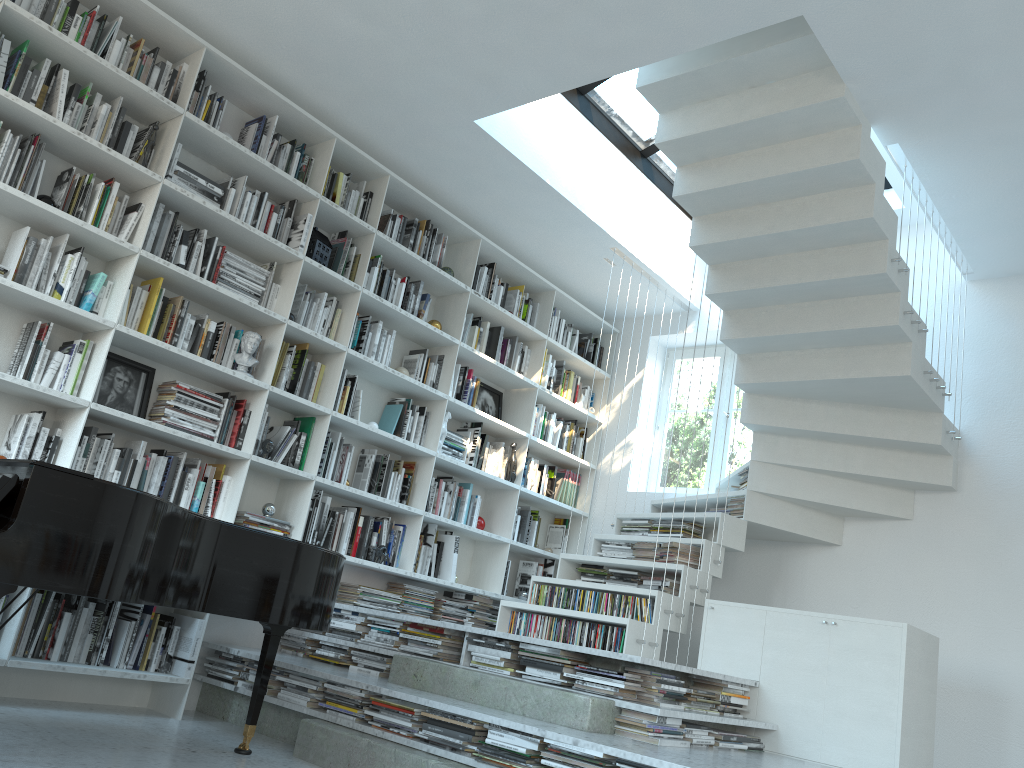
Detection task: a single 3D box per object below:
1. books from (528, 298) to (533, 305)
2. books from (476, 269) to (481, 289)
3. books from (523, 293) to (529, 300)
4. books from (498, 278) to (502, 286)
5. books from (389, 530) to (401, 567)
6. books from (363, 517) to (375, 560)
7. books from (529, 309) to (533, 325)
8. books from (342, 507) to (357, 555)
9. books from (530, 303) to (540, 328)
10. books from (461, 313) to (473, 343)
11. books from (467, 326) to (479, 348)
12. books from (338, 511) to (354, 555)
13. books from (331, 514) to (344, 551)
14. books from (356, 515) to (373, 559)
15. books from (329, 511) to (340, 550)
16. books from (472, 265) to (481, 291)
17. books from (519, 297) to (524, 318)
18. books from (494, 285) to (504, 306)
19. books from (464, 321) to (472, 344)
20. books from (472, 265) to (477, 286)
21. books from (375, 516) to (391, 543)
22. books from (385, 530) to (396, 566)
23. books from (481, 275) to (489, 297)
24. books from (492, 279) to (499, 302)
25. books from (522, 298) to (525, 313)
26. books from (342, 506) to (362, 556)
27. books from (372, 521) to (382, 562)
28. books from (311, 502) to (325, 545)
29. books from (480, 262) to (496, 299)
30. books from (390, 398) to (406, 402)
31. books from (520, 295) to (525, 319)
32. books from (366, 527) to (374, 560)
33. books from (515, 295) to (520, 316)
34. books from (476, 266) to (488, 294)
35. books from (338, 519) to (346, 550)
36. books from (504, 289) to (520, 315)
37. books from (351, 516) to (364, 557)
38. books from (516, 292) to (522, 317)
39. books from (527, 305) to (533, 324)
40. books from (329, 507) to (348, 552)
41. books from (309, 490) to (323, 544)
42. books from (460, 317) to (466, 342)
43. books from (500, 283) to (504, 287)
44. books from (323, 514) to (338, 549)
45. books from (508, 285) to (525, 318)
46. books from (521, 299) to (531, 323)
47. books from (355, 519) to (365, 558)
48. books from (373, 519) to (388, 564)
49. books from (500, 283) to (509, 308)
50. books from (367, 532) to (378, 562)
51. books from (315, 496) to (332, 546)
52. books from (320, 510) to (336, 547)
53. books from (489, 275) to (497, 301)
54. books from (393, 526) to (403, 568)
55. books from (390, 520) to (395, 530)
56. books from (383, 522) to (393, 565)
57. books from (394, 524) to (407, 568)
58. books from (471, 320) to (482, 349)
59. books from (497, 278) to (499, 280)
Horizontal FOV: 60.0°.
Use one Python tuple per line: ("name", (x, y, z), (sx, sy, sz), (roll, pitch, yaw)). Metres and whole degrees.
("books", (0.068, -0.488, 6.466), (0.136, 0.278, 0.025), (-3, -21, 40))
("books", (-0.303, -0.667, 6.014), (0.168, 0.230, 0.024), (-3, -21, 40))
("books", (0.041, -0.514, 6.430), (0.131, 0.298, 0.020), (-3, -21, 40))
("books", (-0.158, -0.607, 6.209), (0.153, 0.278, 0.012), (-3, -21, 40))
("books", (-0.760, 0.994, 5.360), (0.175, 0.227, 0.025), (-3, -21, 40))
("books", (-0.899, 0.909, 5.223), (0.169, 0.262, 0.026), (-3, -21, 40))
("books", (0.075, -0.446, 6.481), (0.131, 0.210, 0.031), (-3, -21, 40))
("books", (-0.986, 0.855, 5.136), (0.159, 0.284, 0.012), (-3, -21, 40))
("books", (0.114, -0.463, 6.494), (0.163, 0.262, 0.026), (-3, -21, 40))
("books", (-0.360, -0.340, 5.935), (0.166, 0.281, 0.052), (-3, -21, 40))
("books", (-0.316, -0.285, 5.961), (0.175, 0.207, 0.025), (-3, -21, 40))
("books", (-1.001, 0.855, 5.089), (0.181, 0.252, 0.025), (-3, -21, 40))
("books", (-1.045, 0.850, 5.058), (0.159, 0.227, 0.024), (-3, -21, 40))
("books", (-0.910, 0.900, 5.200), (0.173, 0.261, 0.026), (-3, -21, 40))
("books", (-1.064, 0.839, 5.042), (0.142, 0.234, 0.029), (-3, -21, 40))
("books", (-0.311, -0.681, 5.992), (0.184, 0.241, 0.026), (-3, -21, 40))
("books", (0.002, -0.506, 6.351), (0.170, 0.225, 0.007), (-3, -21, 40))
("books", (-0.155, -0.577, 6.170), (0.190, 0.201, 0.024), (-3, -21, 40))
("books", (-0.345, -0.312, 5.964), (0.130, 0.250, 0.026), (-3, -21, 40))
("books", (-0.330, -0.693, 5.978), (0.178, 0.250, 0.026), (-3, -21, 40))
("books", (-0.808, 0.942, 5.333), (0.134, 0.293, 0.013), (-3, -21, 40))
("books", (-0.784, 0.988, 5.340), (0.168, 0.219, 0.013), (-3, -21, 40))
("books", (-0.241, -0.633, 6.089), (0.148, 0.230, 0.031), (-3, -21, 40))
("books", (-0.184, -0.608, 6.146), (0.172, 0.235, 0.022), (-3, -21, 40))
("books", (0.014, -0.506, 6.400), (0.146, 0.256, 0.017), (-3, -21, 40))
("books", (-0.961, 0.854, 5.132), (0.175, 0.292, 0.012), (-3, -21, 40))
("books", (-0.858, 0.937, 5.267), (0.164, 0.248, 0.012), (-3, -21, 40))
("books", (-1.131, 0.780, 4.927), (0.178, 0.255, 0.023), (-3, -21, 40))
("books", (-0.210, -0.674, 6.111), (0.180, 0.331, 0.014), (-3, -21, 40))
("books", (-0.731, 0.228, 5.482), (0.135, 0.289, 0.016), (-3, -21, 40))
("books", (0.010, -0.511, 6.372), (0.164, 0.248, 0.031), (-3, -21, 40))
("books", (-0.890, 0.941, 5.235), (0.135, 0.210, 0.022), (-3, -21, 40))
("books", (-0.035, -0.522, 6.313), (0.182, 0.220, 0.008), (-3, -21, 40))
("books", (-0.259, -0.668, 6.066), (0.150, 0.277, 0.048), (-3, -21, 40))
("books", (-1.028, 0.864, 5.082), (0.153, 0.220, 0.012), (-3, -21, 40))
("books", (-0.038, -0.543, 6.306), (0.169, 0.255, 0.019), (-3, -21, 40))
("books", (-0.954, 0.884, 5.142), (0.184, 0.243, 0.031), (-3, -21, 40))
("books", (-0.024, -0.530, 6.335), (0.189, 0.251, 0.016), (-3, -21, 40))
("books", (0.059, -0.465, 6.426), (0.169, 0.209, 0.029), (-3, -21, 40))
("books", (-1.028, 0.838, 5.075), (0.171, 0.267, 0.014), (-3, -21, 40))
("books", (-1.145, 0.742, 4.912), (0.187, 0.315, 0.010), (-3, -21, 40))
("books", (-0.384, -0.329, 5.905), (0.142, 0.236, 0.013), (-3, -21, 40))
("books", (-0.139, -0.585, 6.226), (0.161, 0.253, 0.012), (-3, -21, 40))
("books", (-1.070, 0.840, 5.019), (0.175, 0.216, 0.011), (-3, -21, 40))
("books", (0.000, -0.553, 6.365), (0.165, 0.320, 0.007), (-3, -21, 40))
("books", (0.039, -0.491, 6.396), (0.186, 0.234, 0.018), (-3, -21, 40))
("books", (-0.939, 0.903, 5.192), (0.131, 0.242, 0.021), (-3, -21, 40))
("books", (-0.828, 0.941, 5.293), (0.186, 0.265, 0.070), (-3, -21, 40))
("books", (-0.116, -0.581, 6.233), (0.165, 0.257, 0.030), (-3, -21, 40))
("books", (-0.874, 0.963, 5.243), (0.169, 0.180, 0.025), (-3, -21, 40))
("books", (-1.111, 0.771, 4.950), (0.188, 0.293, 0.030), (-3, -21, 40))
("books", (-1.092, 0.821, 4.993), (0.162, 0.230, 0.066), (-3, -21, 40))
("books", (-0.192, -0.626, 6.136), (0.168, 0.261, 0.014), (-3, -21, 40))
("books", (-0.747, 0.988, 5.386), (0.156, 0.257, 0.026), (-3, -21, 40))
("books", (-0.790, 0.964, 5.374), (0.143, 0.281, 0.012), (-3, -21, 40))
("books", (-0.800, 0.961, 5.341), (0.150, 0.264, 0.021), (-3, -21, 40))
("books", (-0.730, 0.990, 5.406), (0.171, 0.271, 0.025), (-3, -21, 40))
("books", (-0.298, -0.301, 5.990), (0.167, 0.260, 0.026), (-3, -21, 40))
("books", (-0.175, -0.609, 6.169), (0.151, 0.253, 0.022), (-3, -21, 40))
